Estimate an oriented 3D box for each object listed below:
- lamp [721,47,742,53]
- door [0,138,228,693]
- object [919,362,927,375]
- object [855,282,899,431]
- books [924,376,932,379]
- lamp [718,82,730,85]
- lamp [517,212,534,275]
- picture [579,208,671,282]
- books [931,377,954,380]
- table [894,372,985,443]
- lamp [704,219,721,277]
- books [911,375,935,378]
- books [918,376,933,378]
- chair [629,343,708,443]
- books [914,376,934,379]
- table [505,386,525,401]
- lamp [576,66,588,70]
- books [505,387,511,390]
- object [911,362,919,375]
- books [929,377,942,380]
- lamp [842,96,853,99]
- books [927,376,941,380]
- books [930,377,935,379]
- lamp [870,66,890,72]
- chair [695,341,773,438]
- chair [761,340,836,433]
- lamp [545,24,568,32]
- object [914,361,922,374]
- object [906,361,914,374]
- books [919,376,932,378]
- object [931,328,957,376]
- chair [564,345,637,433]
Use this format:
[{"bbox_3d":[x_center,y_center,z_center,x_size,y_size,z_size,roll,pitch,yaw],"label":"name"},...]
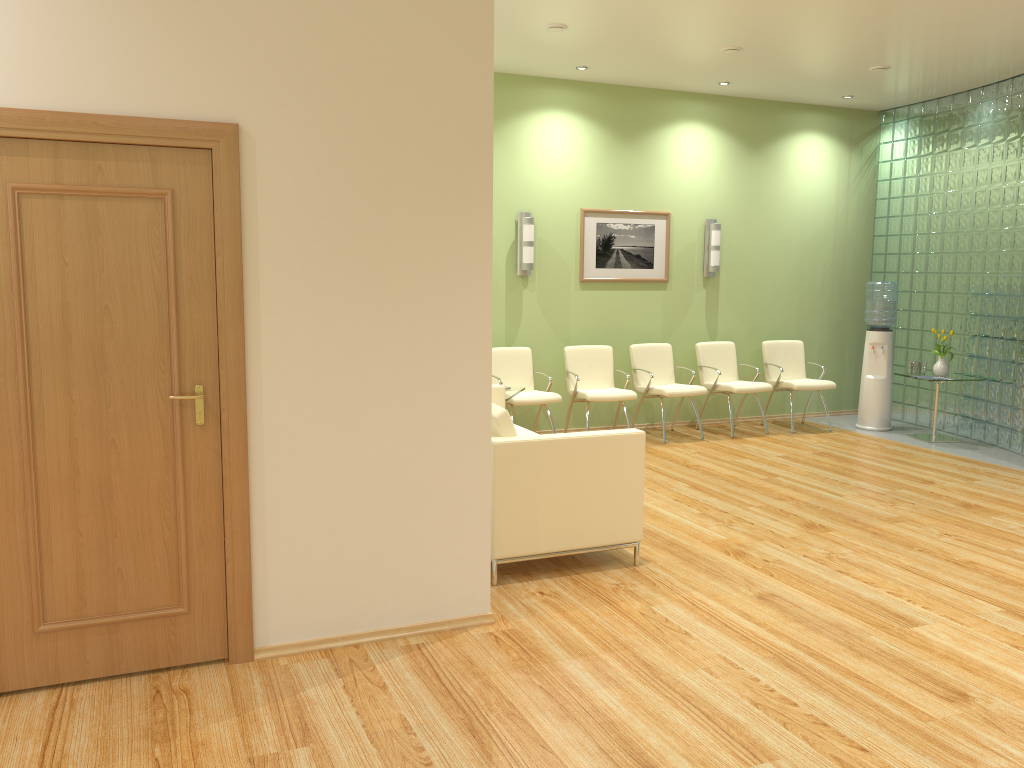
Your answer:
[{"bbox_3d":[1.754,-2.658,7.079,0.167,0.024,0.167,4,8,28],"label":"lamp"},{"bbox_3d":[-1.514,0.131,3.288,0.823,2.001,0.098,-3,8,-23],"label":"door"},{"bbox_3d":[4.017,-0.155,8.673,0.071,0.119,0.072,-3,8,-23],"label":"object"},{"bbox_3d":[3.745,-0.288,9.071,0.353,1.506,0.353,-2,8,-16],"label":"object"},{"bbox_3d":[3.978,-0.059,8.376,0.150,0.004,0.210,7,10,42],"label":"books"},{"bbox_3d":[1.994,-2.823,8.339,0.105,0.011,0.105,-6,10,-41],"label":"lamp"},{"bbox_3d":[0.134,-1.297,8.204,0.134,0.580,0.142,-3,8,-23],"label":"lamp"},{"bbox_3d":[1.117,-1.348,8.678,1.000,0.700,0.025,-3,8,-23],"label":"picture"},{"bbox_3d":[4.045,-0.056,8.349,0.150,0.004,0.210,1,7,2],"label":"books"},{"bbox_3d":[4.109,0.226,8.593,0.581,0.614,0.581,-1,7,-9],"label":"table"},{"bbox_3d":[2.040,-1.381,9.000,0.134,0.580,0.142,-3,8,-23],"label":"lamp"},{"bbox_3d":[3.944,-0.070,8.457,0.210,0.004,0.150,1,7,2],"label":"books"},{"bbox_3d":[3.956,-0.063,8.404,0.210,0.004,0.150,-3,8,-28],"label":"books"},{"bbox_3d":[15.231,0.982,1.997,31.281,0.986,0.752,4,8,26],"label":"chair"},{"bbox_3d":[3.949,-0.065,8.421,0.210,0.004,0.150,-2,8,-18],"label":"books"},{"bbox_3d":[-0.326,0.362,7.205,0.736,0.614,0.736,2,7,12],"label":"table"},{"bbox_3d":[0.611,-2.762,7.762,0.105,0.011,0.105,-6,10,-41],"label":"lamp"},{"bbox_3d":[-0.204,0.030,7.269,0.230,0.031,0.328,7,10,42],"label":"books"},{"bbox_3d":[3.933,-0.154,8.663,0.071,0.119,0.072,-3,8,-23],"label":"object"},{"bbox_3d":[4.009,-0.057,8.356,0.150,0.004,0.210,3,8,22],"label":"books"},{"bbox_3d":[3.377,-2.884,8.916,0.105,0.011,0.105,-6,10,-41],"label":"lamp"},{"bbox_3d":[3.993,-0.058,8.365,0.150,0.004,0.210,5,9,32],"label":"books"},{"bbox_3d":[4.027,-0.056,8.351,0.150,0.004,0.210,2,7,12],"label":"books"},{"bbox_3d":[3.184,-2.721,7.677,0.167,0.024,0.167,-5,9,-39],"label":"lamp"},{"bbox_3d":[15.606,0.965,2.158,30.806,0.986,0.748,4,8,27],"label":"chair"},{"bbox_3d":[2.931,0.012,9.129,0.536,0.881,0.650,-2,8,-18],"label":"chair"},{"bbox_3d":[0.323,-2.595,6.482,0.167,0.024,0.167,4,8,28],"label":"lamp"},{"bbox_3d":[4.008,-0.165,8.752,0.071,0.119,0.072,-3,8,-23],"label":"object"},{"bbox_3d":[3.923,-0.165,8.746,0.071,0.119,0.072,-3,8,-23],"label":"object"},{"bbox_3d":[3.966,-0.061,8.389,0.210,0.004,0.150,-5,9,-37],"label":"books"},{"bbox_3d":[4.130,-0.304,8.508,0.219,0.459,0.201,1,7,7],"label":"object"},{"bbox_3d":[0.809,0.105,8.246,0.536,0.881,0.650,-2,8,-18],"label":"chair"}]
